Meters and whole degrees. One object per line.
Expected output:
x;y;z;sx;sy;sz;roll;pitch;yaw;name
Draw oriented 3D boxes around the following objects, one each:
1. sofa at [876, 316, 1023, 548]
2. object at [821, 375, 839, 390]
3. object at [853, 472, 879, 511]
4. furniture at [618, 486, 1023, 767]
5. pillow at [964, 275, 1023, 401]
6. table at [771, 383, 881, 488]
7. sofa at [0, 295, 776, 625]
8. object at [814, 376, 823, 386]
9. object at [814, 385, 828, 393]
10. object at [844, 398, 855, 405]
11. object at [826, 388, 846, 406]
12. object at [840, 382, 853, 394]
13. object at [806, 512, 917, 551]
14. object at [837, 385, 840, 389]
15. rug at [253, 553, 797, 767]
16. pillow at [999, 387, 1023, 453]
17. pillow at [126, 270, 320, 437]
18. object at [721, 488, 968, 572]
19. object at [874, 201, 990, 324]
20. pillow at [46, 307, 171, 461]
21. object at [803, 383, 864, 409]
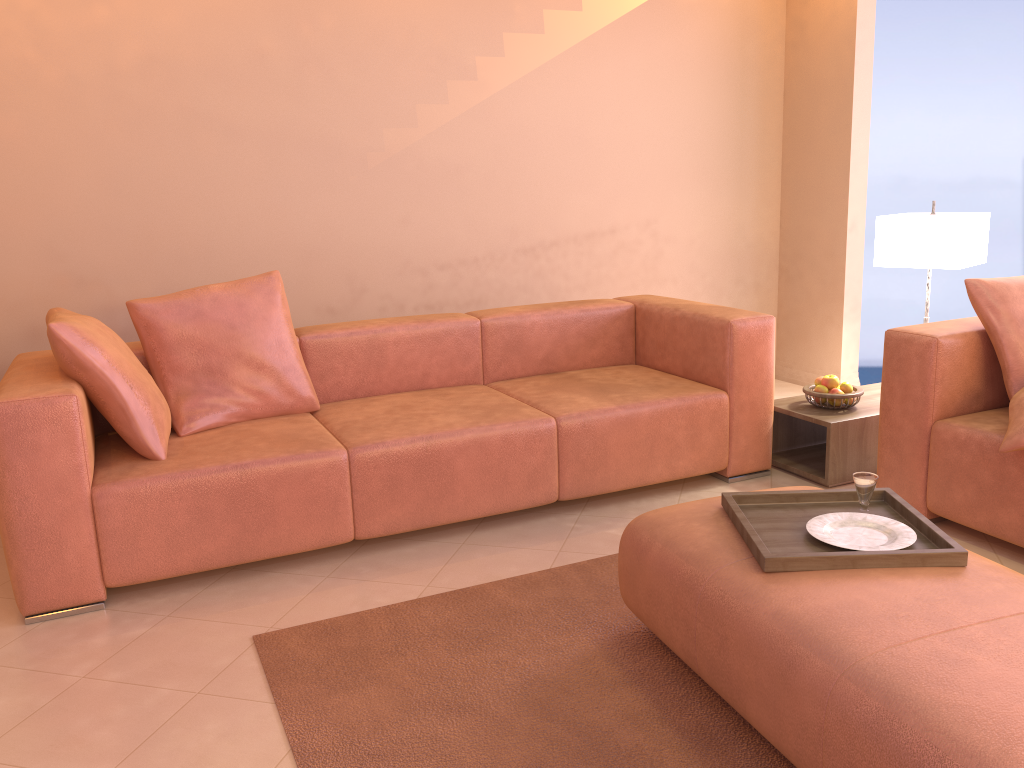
2.277;0.311;2.124;0.943;0.672;2.781;-7;13;-23;sofa
1.288;-0.005;3.589;0.069;0.061;0.068;4;14;27;object
0.887;0.274;2.230;0.061;0.091;0.061;-12;16;-38;object
0.807;0.552;1.894;0.685;0.301;1.291;-6;13;-18;furniture
1.809;-0.136;2.985;0.519;0.455;0.314;-8;14;-27;pillow
1.547;0.188;3.756;0.918;0.268;0.412;-7;13;-23;table
-0.369;0.122;3.422;2.781;0.672;0.943;-7;13;-23;sofa
1.269;-0.008;3.639;0.054;0.046;0.047;-11;15;-37;object
1.247;0.027;3.574;0.055;0.047;0.045;9;17;42;object
1.358;0.063;3.575;0.046;0.046;0.055;9;17;43;object
1.300;0.053;3.557;0.072;0.076;0.074;-5;13;-14;object
1.344;0.017;3.565;0.051;0.053;0.045;-2;12;-1;object
0.810;0.349;2.064;0.240;0.018;0.240;5;14;29;object
1.329;0.038;3.624;0.076;0.065;0.077;-5;13;-12;object
0.664;0.820;1.623;1.833;0.005;2.626;-7;13;-23;rug
1.770;0.040;2.619;0.517;0.292;0.514;6;15;34;pillow
-1.041;-0.125;3.223;0.582;0.528;0.302;-12;16;-39;pillow
0.762;0.337;2.110;0.436;0.034;0.421;-2;12;1;object
1.778;-0.376;3.791;0.344;0.799;0.344;10;17;43;object
-1.311;-0.005;2.910;0.335;0.486;0.554;-8;14;-27;pillow
1.307;0.054;3.613;0.235;0.071;0.235;-10;14;-31;object
